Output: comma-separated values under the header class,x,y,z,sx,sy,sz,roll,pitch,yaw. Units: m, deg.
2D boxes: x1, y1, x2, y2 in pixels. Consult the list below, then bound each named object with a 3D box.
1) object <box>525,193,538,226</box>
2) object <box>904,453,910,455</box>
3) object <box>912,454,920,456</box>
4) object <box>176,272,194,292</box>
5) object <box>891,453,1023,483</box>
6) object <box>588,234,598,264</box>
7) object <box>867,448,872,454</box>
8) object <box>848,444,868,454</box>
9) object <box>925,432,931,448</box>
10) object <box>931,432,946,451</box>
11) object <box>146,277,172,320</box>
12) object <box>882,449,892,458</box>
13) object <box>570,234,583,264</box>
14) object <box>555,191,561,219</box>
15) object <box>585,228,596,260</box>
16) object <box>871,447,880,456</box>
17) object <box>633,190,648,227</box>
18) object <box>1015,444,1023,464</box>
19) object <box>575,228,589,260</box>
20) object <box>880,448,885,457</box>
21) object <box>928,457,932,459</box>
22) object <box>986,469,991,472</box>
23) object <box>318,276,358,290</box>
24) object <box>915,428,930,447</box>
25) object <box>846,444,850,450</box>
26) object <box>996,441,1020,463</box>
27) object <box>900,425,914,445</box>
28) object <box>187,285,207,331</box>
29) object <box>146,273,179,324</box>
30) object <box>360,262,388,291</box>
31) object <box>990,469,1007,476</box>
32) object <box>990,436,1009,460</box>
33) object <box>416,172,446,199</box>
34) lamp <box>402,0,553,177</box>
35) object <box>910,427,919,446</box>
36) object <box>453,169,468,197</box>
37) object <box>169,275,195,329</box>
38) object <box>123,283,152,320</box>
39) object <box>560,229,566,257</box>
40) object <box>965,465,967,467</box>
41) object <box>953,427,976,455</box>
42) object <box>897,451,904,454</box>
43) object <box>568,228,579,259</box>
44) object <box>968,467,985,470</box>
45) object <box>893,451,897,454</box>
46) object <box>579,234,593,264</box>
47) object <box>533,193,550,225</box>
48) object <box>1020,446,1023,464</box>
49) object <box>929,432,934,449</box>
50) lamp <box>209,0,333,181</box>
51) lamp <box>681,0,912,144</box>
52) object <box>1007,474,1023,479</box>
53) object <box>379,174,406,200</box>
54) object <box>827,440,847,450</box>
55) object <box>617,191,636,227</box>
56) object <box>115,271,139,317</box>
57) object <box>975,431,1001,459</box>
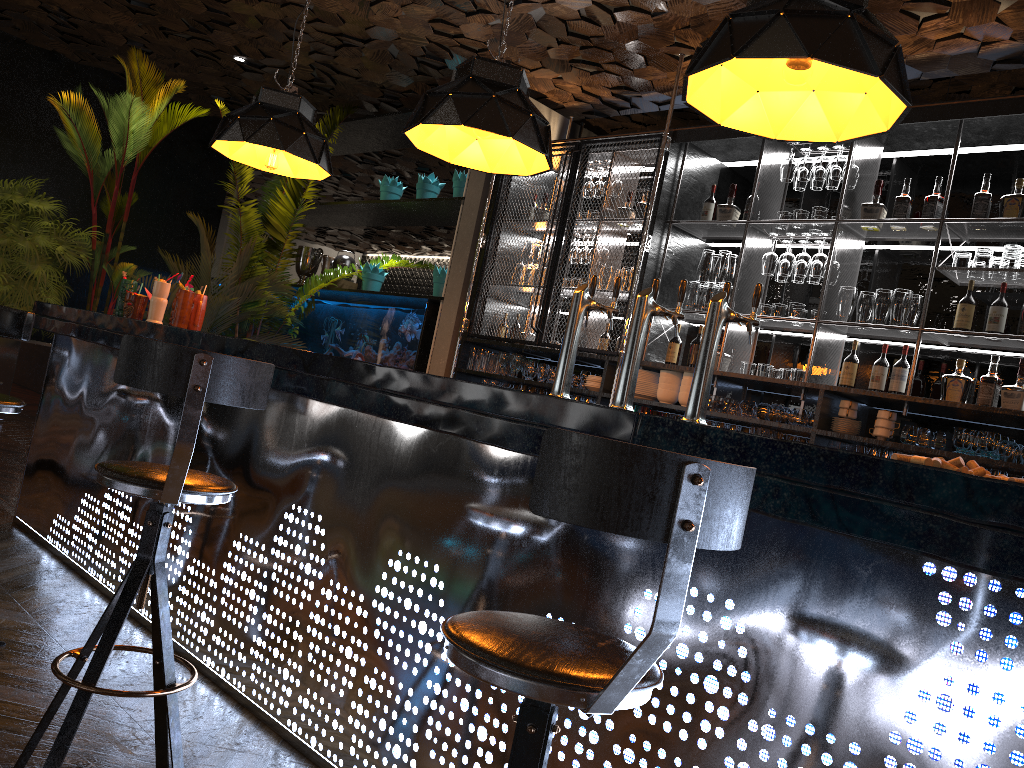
class,x,y,z,sx,sy,sz,roll,pitch,yaw
object,0.159,-1.359,6.929,0.075,0.260,0.075,12,-1,4
object,1.972,0.465,4.487,0.049,0.231,0.049,13,-2,-36
object,1.978,0.464,4.388,0.049,0.231,0.049,10,-2,41
object,-1.703,-0.427,4.574,0.105,0.298,0.116,12,-2,-14
object,0.842,0.159,1.573,0.377,0.045,0.198,12,-2,-6
object,0.605,-0.979,6.453,0.081,0.213,0.081,13,-2,-39
object,1.870,0.451,4.701,0.108,0.227,0.108,11,-2,10
object,1.786,0.432,4.620,0.108,0.227,0.108,11,-2,16
object,2.098,0.284,4.516,0.067,0.099,0.058,13,-2,-42
object,2.139,0.290,4.444,0.067,0.099,0.058,13,-2,-32
object,-1.825,-0.425,4.577,0.078,0.246,0.084,10,-2,44
object,1.890,0.447,4.504,0.058,0.234,0.058,13,-2,-41
object,0.479,-1.002,6.583,0.081,0.213,0.081,13,-2,-39
object,0.344,-1.327,6.704,0.075,0.261,0.075,12,-1,4
object,0.568,-0.992,6.288,0.081,0.213,0.081,13,-2,-39
object,1.844,0.439,4.538,0.058,0.234,0.058,12,-1,-2
object,0.903,-1.214,6.121,0.073,0.246,0.072,11,-2,30
object,2.364,0.330,4.171,0.098,0.097,0.098,12,-2,-7
object,0.506,-1.003,6.352,0.081,0.213,0.081,13,-2,-39
object,1.905,0.453,4.596,0.058,0.234,0.058,12,-2,-22
object,2.048,0.478,4.343,0.091,0.229,0.091,11,-2,32
object,2.290,0.526,4.258,0.091,0.229,0.091,10,-2,39
object,-1.703,-0.943,8.610,0.250,0.135,0.320,13,-2,-44
object,2.039,0.268,4.399,0.058,0.099,0.067,12,-2,-9
object,1.791,0.437,4.782,0.108,0.227,0.108,11,-2,25
object,2.292,0.314,4.101,0.098,0.097,0.098,11,-2,25
object,1.970,0.254,4.415,0.067,0.099,0.058,12,-1,1
object,-1.601,-0.385,4.502,0.091,0.254,0.080,13,-2,-42
object,-1.672,-0.412,4.233,0.099,0.264,0.081,12,-2,-24
object,-1.273,-0.960,8.094,0.265,0.325,0.245,11,-2,10
object,2.251,0.515,4.137,0.091,0.229,0.091,11,-2,18
object,2.327,0.310,4.268,0.108,0.126,0.108,10,-2,40
object,-0.721,-1.679,7.720,0.244,0.325,0.255,12,-2,-18
lamp,0.025,-1.673,3.487,0.607,1.564,0.582,13,-2,-45
object,2.016,0.265,4.464,0.067,0.099,0.058,11,-2,15
object,-0.389,-1.619,7.374,0.265,0.325,0.245,10,-2,39
object,-1.619,-0.404,4.360,0.091,0.277,0.080,12,-2,-12
object,-1.844,-0.407,4.383,0.131,0.191,0.110,13,-2,-33
object,0.379,-1.025,6.482,0.081,0.213,0.081,13,-2,-39
object,2.226,0.515,4.326,0.091,0.229,0.091,12,-2,-13
object,2.167,0.278,4.266,0.100,0.125,0.100,12,-1,-6
object,1.925,0.454,4.441,0.049,0.231,0.049,13,-2,-33
object,0.446,-1.013,6.413,0.081,0.213,0.081,13,-2,-39
object,2.186,0.503,4.207,0.091,0.229,0.091,12,-2,-17
object,1.963,0.464,4.564,0.058,0.234,0.058,12,-2,-11
object,0.546,-0.990,6.515,0.081,0.213,0.081,13,-2,-39
object,0.238,-1.337,6.790,0.108,0.244,0.108,11,-2,34
object,2.360,0.325,4.023,0.098,0.097,0.098,12,-2,-11
object,2.144,0.295,4.565,0.067,0.099,0.058,12,-2,6
lamp,-1.031,-1.841,4.390,0.607,1.606,0.582,13,-2,-45
lamp,0.908,-1.519,2.412,0.607,1.564,0.582,13,-2,-45
object,2.416,0.553,4.295,0.091,0.229,0.091,10,-2,43
object,-1.110,-1.748,8.115,0.265,0.325,0.245,11,-2,10
object,1.706,0.417,4.701,0.108,0.227,0.108,11,-2,37
object,0.808,-1.229,6.220,0.108,0.244,0.108,11,-2,34
object,-1.964,-0.451,4.515,0.084,0.237,0.086,12,-2,-26
object,2.245,0.291,4.188,0.108,0.126,0.108,12,-2,-10
